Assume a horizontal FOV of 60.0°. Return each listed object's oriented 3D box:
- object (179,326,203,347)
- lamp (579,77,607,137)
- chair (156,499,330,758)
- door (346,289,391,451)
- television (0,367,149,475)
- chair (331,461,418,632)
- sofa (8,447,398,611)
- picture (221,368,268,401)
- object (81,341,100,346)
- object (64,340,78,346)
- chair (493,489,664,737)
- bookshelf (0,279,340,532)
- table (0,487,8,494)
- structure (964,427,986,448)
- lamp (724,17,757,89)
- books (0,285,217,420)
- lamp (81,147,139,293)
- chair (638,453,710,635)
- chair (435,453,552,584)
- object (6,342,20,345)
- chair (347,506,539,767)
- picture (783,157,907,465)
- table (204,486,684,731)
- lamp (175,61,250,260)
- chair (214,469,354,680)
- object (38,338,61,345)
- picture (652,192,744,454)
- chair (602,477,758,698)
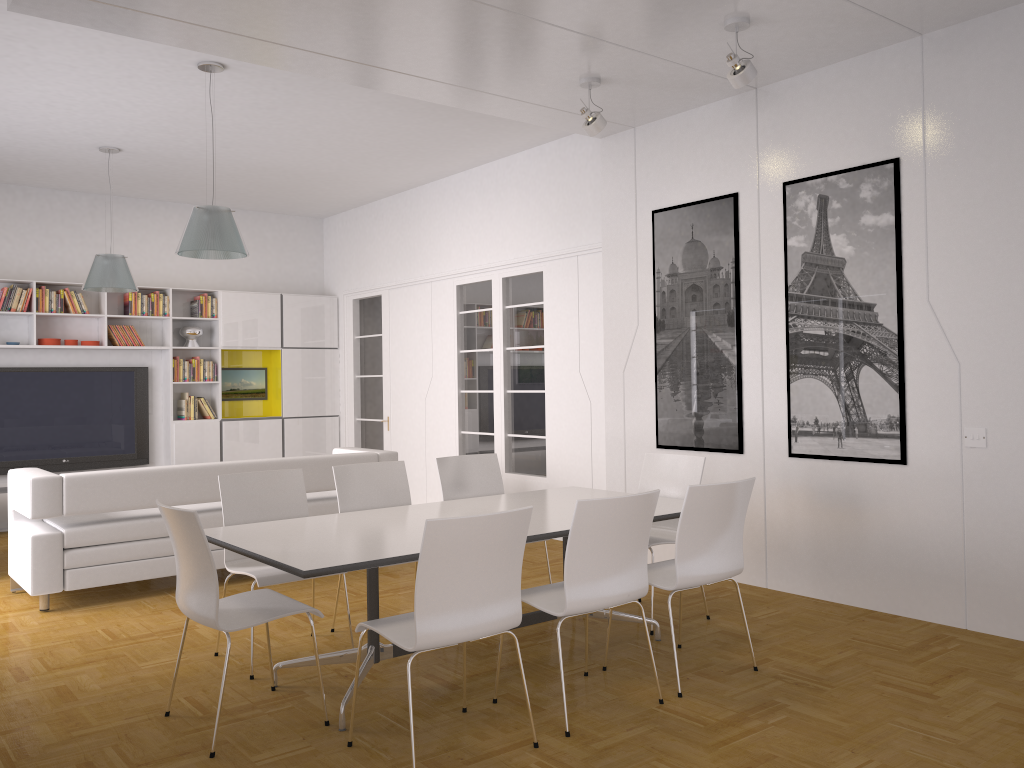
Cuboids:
[{"bbox_3d":[-3.618,-0.526,10.008,0.256,0.239,0.257,-1,0,-31],"label":"object"},{"bbox_3d":[0.524,-1.776,5.722,0.173,0.364,0.167,-1,-1,4],"label":"lamp"},{"bbox_3d":[-1.148,0.942,3.680,0.575,0.931,0.561,0,-1,-38],"label":"chair"},{"bbox_3d":[-1.667,0.161,10.397,0.139,2.455,1.008,0,-1,-38],"label":"door"},{"bbox_3d":[-4.671,0.368,9.275,1.660,1.088,0.082,-1,-1,-38],"label":"television"},{"bbox_3d":[-0.684,0.930,5.016,0.561,0.931,0.575,0,-1,-38],"label":"chair"},{"bbox_3d":[-2.175,0.976,6.563,2.623,0.849,0.822,-1,0,-38],"label":"sofa"},{"bbox_3d":[-3.190,0.002,10.501,0.609,0.388,0.007,-1,-1,-38],"label":"picture"},{"bbox_3d":[-4.441,-0.423,9.337,0.182,0.054,0.183,-1,0,-42],"label":"object"},{"bbox_3d":[-4.595,-0.424,9.240,0.128,0.073,0.129,-1,0,-42],"label":"object"},{"bbox_3d":[0.302,0.919,3.811,0.561,0.931,0.575,0,-1,-38],"label":"chair"},{"bbox_3d":[-4.353,0.194,9.447,5.365,2.480,0.389,-1,-1,-38],"label":"bookshelf"},{"bbox_3d":[-4.362,1.219,8.908,1.973,0.435,0.437,-1,0,-38],"label":"table"},{"bbox_3d":[2.509,0.290,4.805,0.013,0.104,0.114,0,-1,-38],"label":"structure"},{"bbox_3d":[1.240,-1.784,4.813,0.173,0.364,0.167,-1,-1,4],"label":"lamp"},{"bbox_3d":[-4.923,-0.295,8.969,3.862,1.456,0.235,-1,-1,-38],"label":"books"},{"bbox_3d":[-3.544,-1.451,7.813,0.464,1.250,0.464,0,-1,-39],"label":"lamp"},{"bbox_3d":[0.804,0.898,5.220,0.575,0.931,0.561,0,-1,-38],"label":"chair"},{"bbox_3d":[-0.133,0.920,5.450,0.561,0.931,0.575,0,-1,-38],"label":"chair"},{"bbox_3d":[-5.009,-0.401,8.899,0.123,0.032,0.124,-1,0,37],"label":"object"},{"bbox_3d":[-0.249,0.929,3.376,0.561,0.931,0.575,0,-1,-38],"label":"chair"},{"bbox_3d":[2.010,-0.420,5.424,0.016,1.781,0.786,0,-1,-38],"label":"picture"},{"bbox_3d":[-0.177,1.024,4.421,2.411,0.722,1.210,-1,0,-38],"label":"table"},{"bbox_3d":[-1.970,-1.469,5.817,0.464,1.250,0.464,0,-1,-39],"label":"lamp"},{"bbox_3d":[-1.203,0.940,4.607,0.561,0.931,0.575,0,-1,-38],"label":"chair"},{"bbox_3d":[-4.755,-0.427,9.114,0.211,0.073,0.210,-1,0,27],"label":"object"},{"bbox_3d":[1.304,-0.412,6.321,0.013,1.781,0.786,0,-1,-38],"label":"picture"},{"bbox_3d":[0.820,0.909,4.220,0.561,0.931,0.575,0,-1,-38],"label":"chair"}]
